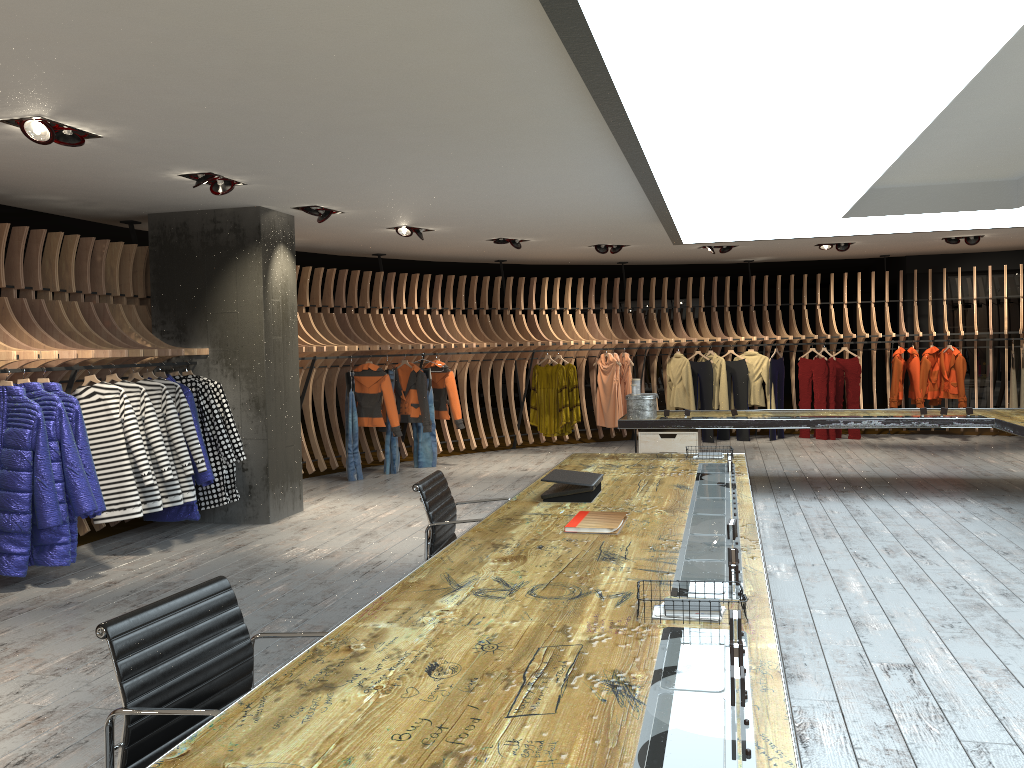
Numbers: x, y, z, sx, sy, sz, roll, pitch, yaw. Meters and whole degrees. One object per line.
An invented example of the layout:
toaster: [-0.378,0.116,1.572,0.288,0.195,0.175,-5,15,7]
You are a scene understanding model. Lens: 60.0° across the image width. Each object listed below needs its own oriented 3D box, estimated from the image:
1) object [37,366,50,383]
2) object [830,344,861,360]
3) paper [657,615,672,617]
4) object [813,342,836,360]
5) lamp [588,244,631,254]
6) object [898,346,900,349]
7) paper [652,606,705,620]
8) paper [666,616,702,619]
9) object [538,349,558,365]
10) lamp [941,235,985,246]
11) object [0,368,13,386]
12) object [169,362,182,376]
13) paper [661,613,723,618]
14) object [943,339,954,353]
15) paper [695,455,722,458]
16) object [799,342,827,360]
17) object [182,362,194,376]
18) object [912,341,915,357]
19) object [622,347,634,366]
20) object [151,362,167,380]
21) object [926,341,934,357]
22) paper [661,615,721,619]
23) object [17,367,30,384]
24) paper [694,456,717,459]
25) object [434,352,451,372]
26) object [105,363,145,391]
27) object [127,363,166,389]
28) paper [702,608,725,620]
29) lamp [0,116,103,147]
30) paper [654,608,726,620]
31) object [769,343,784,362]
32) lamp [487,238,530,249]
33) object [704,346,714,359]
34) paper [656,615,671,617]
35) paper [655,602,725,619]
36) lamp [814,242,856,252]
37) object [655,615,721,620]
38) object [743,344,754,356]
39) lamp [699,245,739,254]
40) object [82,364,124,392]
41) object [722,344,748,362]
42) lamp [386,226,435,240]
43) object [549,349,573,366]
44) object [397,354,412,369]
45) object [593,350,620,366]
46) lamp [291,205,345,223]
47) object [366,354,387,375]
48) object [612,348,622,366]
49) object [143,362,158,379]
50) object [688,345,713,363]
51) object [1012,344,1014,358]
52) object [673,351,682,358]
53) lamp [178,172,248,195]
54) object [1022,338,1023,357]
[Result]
object: [-3.218,0.012,6.092,0.525,0.270,0.012,-1,2,14]
object: [4.956,-0.497,13.217,0.012,0.270,0.525,-3,2,-36]
paper: [0.498,0.634,2.476,0.176,0.004,0.130,-1,3,18]
object: [4.672,-0.492,13.267,0.012,0.270,0.525,-2,2,-16]
lamp: [1.266,-1.833,11.542,0.493,0.297,0.269,-3,2,-26]
object: [5.689,-0.507,13.032,0.012,0.270,0.525,-1,2,29]
paper: [0.484,0.637,2.475,0.176,0.003,0.130,-1,3,12]
paper: [0.498,0.634,2.476,0.176,0.004,0.130,-1,3,17]
object: [0.508,-0.353,12.518,0.525,0.270,0.012,1,3,44]
lamp: [5.897,-1.951,11.602,0.492,0.298,0.269,-1,2,22]
object: [-3.309,0.041,5.785,0.523,0.292,0.012,-1,2,14]
object: [-2.843,-0.030,7.543,0.516,0.316,0.012,-1,2,14]
paper: [0.498,0.635,2.476,0.176,0.004,0.130,-1,3,16]
object: [6.318,-0.513,12.801,0.012,0.270,0.525,-2,2,-6]
paper: [1.282,0.471,5.761,0.176,0.004,0.130,-1,3,20]
object: [4.507,-0.489,13.293,0.012,0.270,0.525,-2,2,-31]
object: [-2.803,-0.041,7.727,0.518,0.312,0.012,-1,2,14]
object: [5.875,-0.510,12.988,0.012,0.270,0.525,-1,2,19]
object: [1.648,-0.406,13.008,0.012,0.270,0.525,-2,2,-21]
object: [-2.935,-0.051,7.401,0.525,0.270,0.012,-1,2,14]
object: [6.107,-0.511,12.888,0.012,0.270,0.525,0,3,44]
paper: [0.498,0.633,2.476,0.176,0.004,0.130,-1,3,18]
object: [-3.243,0.029,5.914,0.523,0.291,0.012,-1,2,14]
paper: [1.267,0.476,5.760,0.176,0.003,0.130,-1,3,12]
object: [-0.966,-0.272,11.411,0.525,0.270,0.012,1,3,44]
object: [-3.027,-0.002,6.765,0.518,0.312,0.012,-1,2,14]
object: [-2.966,-0.015,7.020,0.518,0.312,0.012,-1,2,14]
paper: [0.498,0.633,2.476,0.176,0.004,0.130,-1,3,20]
lamp: [-2.555,-1.458,4.928,0.269,0.286,0.493,-1,2,14]
paper: [0.498,0.635,2.476,0.176,0.004,0.130,0,3,22]
object: [3.977,-0.480,13.334,0.012,0.270,0.525,0,3,39]
lamp: [-0.047,-1.764,10.649,0.493,0.293,0.269,-4,3,-44]
object: [2.984,-0.450,13.307,0.012,0.270,0.525,-2,2,-31]
paper: [0.498,0.634,2.476,0.176,0.004,0.130,-1,3,17]
paper: [0.498,0.632,2.476,0.176,0.004,0.130,-1,3,20]
lamp: [4.373,-1.932,12.024,0.492,0.296,0.269,-1,2,7]
object: [0.498,0.636,2.476,0.176,0.004,0.130,-1,3,18]
object: [3.599,-0.469,13.343,0.525,0.270,0.012,0,2,39]
lamp: [2.788,-1.897,11.996,0.493,0.284,0.269,-2,2,-6]
object: [-3.082,0.009,6.536,0.518,0.312,0.012,-1,2,14]
object: [3.290,-0.459,13.318,0.525,0.270,0.012,0,2,39]
lamp: [-1.078,-1.684,9.445,0.269,0.296,0.493,0,3,33]
object: [0.666,-0.361,12.611,0.525,0.270,0.012,1,3,44]
object: [-1.329,-0.243,11.008,0.525,0.270,0.012,0,2,34]
object: [1.377,-0.396,12.928,0.012,0.270,0.525,-3,3,-41]
lamp: [-1.752,-1.608,8.010,0.269,0.292,0.493,-1,2,20]
object: [-1.700,-0.217,10.546,0.525,0.270,0.012,0,2,29]
object: [1.489,-0.401,12.970,0.012,0.270,0.525,-2,2,-16]
object: [-2.924,-0.023,7.194,0.518,0.312,0.012,-1,2,14]
object: [2.788,-0.444,13.273,0.012,0.270,0.525,-3,3,-41]
object: [7.026,-0.512,12.433,0.012,0.270,0.525,-1,2,29]
object: [2.482,-0.434,13.227,0.012,0.270,0.525,-2,2,-21]
lamp: [-2.182,-1.531,6.477,0.269,0.292,0.493,-1,2,14]
object: [7.148,-0.513,12.386,0.012,0.270,0.525,0,2,34]
